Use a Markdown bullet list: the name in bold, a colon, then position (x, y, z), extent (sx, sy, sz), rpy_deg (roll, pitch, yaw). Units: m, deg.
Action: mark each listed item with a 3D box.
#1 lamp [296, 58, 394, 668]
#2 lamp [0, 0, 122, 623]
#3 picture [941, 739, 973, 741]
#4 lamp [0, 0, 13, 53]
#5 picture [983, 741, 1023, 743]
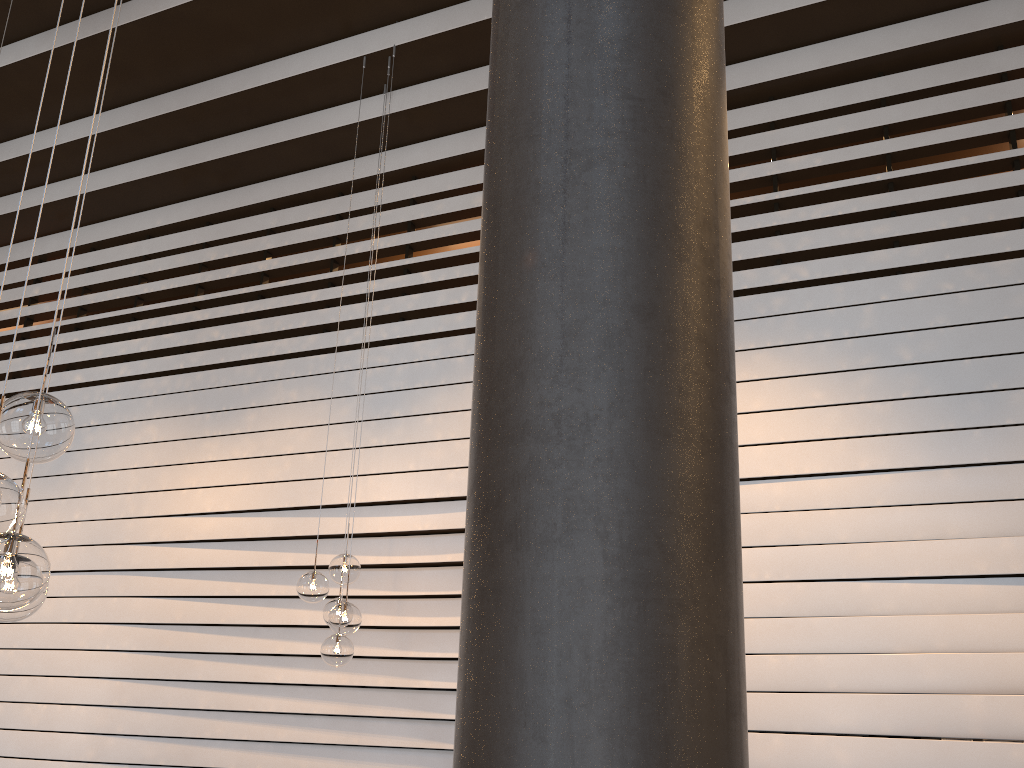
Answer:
- **lamp**: position (-0.900, -0.732, 5.186), extent (0.333, 4.576, 0.547), rpy_deg (7, -17, -15)
- **lamp**: position (4.480, -1.712, 1.812), extent (42.190, 4.485, 9.260), rpy_deg (-6, -22, 21)
- **picture**: position (3.224, 2.595, 6.386), extent (0.203, 0.255, 0.014), rpy_deg (-5, -18, 22)
- **lamp**: position (-2.961, -1.147, 4.559), extent (0.670, 4.602, 0.315), rpy_deg (-7, -19, 30)
- **picture**: position (3.500, 2.577, 6.272), extent (0.264, 0.196, 0.014), rpy_deg (-6, -18, 22)
